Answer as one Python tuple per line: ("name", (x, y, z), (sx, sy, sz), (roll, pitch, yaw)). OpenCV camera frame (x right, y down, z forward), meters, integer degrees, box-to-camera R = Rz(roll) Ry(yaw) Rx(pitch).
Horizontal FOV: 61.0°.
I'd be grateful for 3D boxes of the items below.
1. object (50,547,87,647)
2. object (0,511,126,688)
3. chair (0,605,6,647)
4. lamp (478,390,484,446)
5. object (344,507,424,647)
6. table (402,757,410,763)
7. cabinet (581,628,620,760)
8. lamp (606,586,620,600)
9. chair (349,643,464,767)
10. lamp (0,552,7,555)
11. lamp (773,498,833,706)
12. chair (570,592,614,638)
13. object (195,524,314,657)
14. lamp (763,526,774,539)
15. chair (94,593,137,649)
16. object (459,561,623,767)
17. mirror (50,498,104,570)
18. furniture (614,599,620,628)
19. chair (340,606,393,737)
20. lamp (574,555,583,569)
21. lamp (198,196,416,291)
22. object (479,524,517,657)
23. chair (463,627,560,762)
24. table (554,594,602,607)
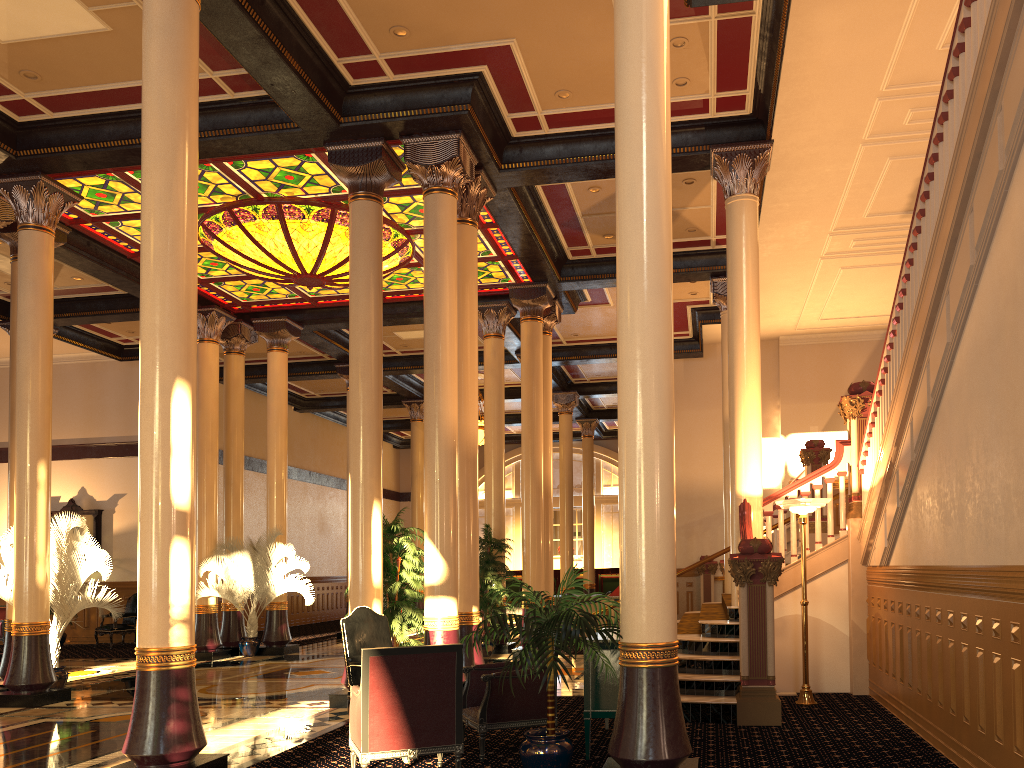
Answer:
("object", (-9.425, 4.392, 18.043), (1.117, 2.137, 1.008), (1, -5, -31))
("object", (-5.507, 2.688, 10.776), (2.056, 2.243, 1.832), (-1, -6, -1))
("chair", (-10.051, 4.905, 17.496), (0.624, 0.914, 0.712), (-4, -7, 31))
("lamp", (-0.920, 0.761, 21.368), (1.182, 1.894, 1.210), (-2, -5, 5))
("object", (-1.332, 2.460, 9.914), (1.117, 2.137, 1.008), (1, -5, -31))
("table", (-0.828, 2.522, 6.524), (0.501, 0.552, 0.467), (4, -8, -39))
("cabinet", (0.911, 2.396, 6.843), (0.542, 0.857, 1.293), (-2, -9, 12))
("lamp", (0.870, 1.684, 6.528), (0.316, 0.417, 0.326), (-2, -6, 7))
("chair", (-0.707, 2.168, 5.735), (0.700, 0.914, 0.635), (1, -6, -19))
("lamp", (-10.442, 4.519, 18.202), (0.600, 1.999, 0.564), (0, -3, -29))
("lamp", (2.891, 2.155, 8.594), (0.563, 1.999, 0.601), (-3, -3, 29))
("chair", (1.678, 4.664, 17.593), (0.748, 0.906, 0.996), (-5, -8, 31))
("object", (-4.214, 3.530, 14.872), (1.794, 2.257, 2.133), (-3, -7, 14))
("lamp", (4.183, 3.351, 14.302), (0.587, 1.999, 0.578), (-1, -3, -7))
("chair", (-8.060, 4.835, 17.800), (0.715, 1.091, 0.776), (-5, -6, 35))
("object", (0.245, 1.850, 5.561), (1.097, 1.427, 1.033), (-6, -7, 39))
("mirror", (-9.498, 3.242, 18.766), (1.368, 1.545, 0.203), (-2, -2, 9))
("furniture", (2.644, 5.040, 19.518), (0.796, 0.934, 2.231), (-2, -11, 12))
("chair", (-1.042, 2.455, 7.453), (0.724, 1.091, 0.767), (-4, -6, 25))
("lamp", (2.099, 5.782, 28.249), (0.439, 0.440, 0.412), (4, -8, -34))
("lamp", (-2.898, -1.757, 12.435), (2.962, 0.597, 3.083), (-3, -12, 8))
("object", (-0.432, 3.320, 13.997), (1.037, 2.137, 1.088), (-1, -4, -1))
("chair", (-0.037, 2.356, 6.682), (0.660, 0.914, 0.675), (1, -6, -19))
("table", (1.364, 5.052, 19.137), (1.091, 0.766, 1.682), (-3, -10, 11))
